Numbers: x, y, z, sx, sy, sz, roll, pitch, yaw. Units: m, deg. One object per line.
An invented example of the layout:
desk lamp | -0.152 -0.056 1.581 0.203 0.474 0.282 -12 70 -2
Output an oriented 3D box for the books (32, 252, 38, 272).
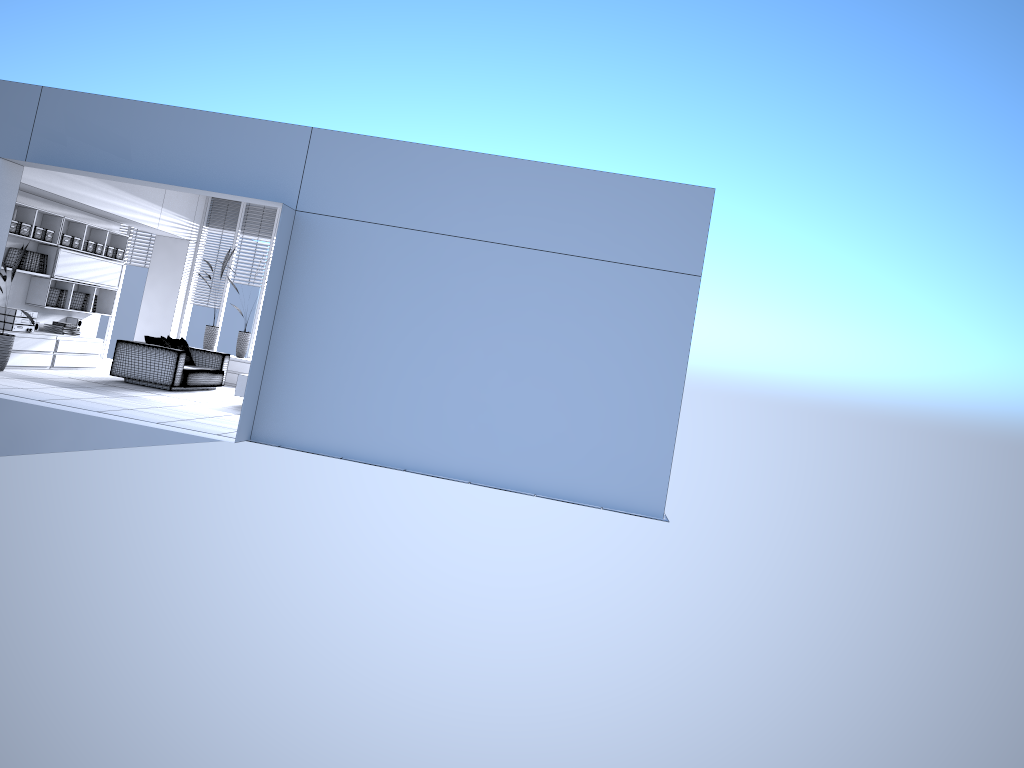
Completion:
books | -6.313 -1.605 11.492 0.208 0.261 0.049 10 -5 6

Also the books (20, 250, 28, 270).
books | -6.329 -1.603 11.270 0.208 0.262 0.074 10 -4 5

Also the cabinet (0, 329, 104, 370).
cabinet | -6.315 -0.461 11.670 0.575 0.452 2.257 10 1 5

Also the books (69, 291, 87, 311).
books | -6.262 -1.196 12.708 0.208 0.262 0.074 10 -4 6

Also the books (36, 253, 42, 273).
books | -6.299 -1.605 11.607 0.208 0.262 0.074 10 -4 6

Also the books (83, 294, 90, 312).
books | -6.257 -1.198 12.806 0.208 0.261 0.049 10 -5 6

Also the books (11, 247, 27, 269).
books | -6.331 -1.602 11.239 0.208 0.262 0.074 10 -4 6

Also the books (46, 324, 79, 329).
books | -6.266 -0.801 12.272 0.286 0.008 0.413 10 1 6

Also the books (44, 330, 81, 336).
books | -6.273 -0.712 12.315 0.286 0.008 0.413 10 1 6

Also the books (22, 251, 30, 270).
books | -6.326 -1.604 11.337 0.208 0.261 0.049 10 -5 6

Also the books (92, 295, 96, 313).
books | -6.246 -1.198 13.006 0.208 0.262 0.074 10 -4 6

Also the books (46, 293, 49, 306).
books | -6.346 -1.189 11.871 0.208 0.262 0.074 10 -4 6

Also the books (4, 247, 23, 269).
books | -6.330 -1.599 11.206 0.208 0.260 0.071 10 -4 5

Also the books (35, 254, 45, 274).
books | -6.289 -1.603 11.670 0.208 0.260 0.071 10 -4 6

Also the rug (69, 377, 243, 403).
rug | -4.572 0.065 12.026 1.801 0.001 2.219 10 1 5

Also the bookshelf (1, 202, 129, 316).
bookshelf | -6.227 -1.659 12.064 0.328 1.258 2.801 10 0 5

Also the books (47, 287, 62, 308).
books | -6.315 -1.192 12.108 0.208 0.262 0.074 10 -4 6

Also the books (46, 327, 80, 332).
books | -6.267 -0.761 12.286 0.286 0.008 0.413 10 1 6

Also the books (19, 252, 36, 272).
books | -6.311 -1.603 11.439 0.208 0.261 0.049 10 -5 6

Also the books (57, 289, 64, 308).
books | -6.312 -1.192 12.139 0.208 0.262 0.074 10 -4 5

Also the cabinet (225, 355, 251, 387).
cabinet | -4.861 -0.270 14.472 1.678 0.453 0.593 10 -1 6

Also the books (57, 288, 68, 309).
books | -6.305 -1.193 12.258 0.208 0.261 0.049 10 -5 6

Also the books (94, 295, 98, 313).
books | -6.243 -1.199 13.038 0.208 0.262 0.074 10 -4 6

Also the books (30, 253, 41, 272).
books | -6.306 -1.605 11.543 0.208 0.261 0.049 10 -5 6

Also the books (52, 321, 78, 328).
books | -6.227 -0.825 12.280 0.208 0.050 0.256 10 1 11

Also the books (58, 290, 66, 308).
books | -6.310 -1.193 12.206 0.208 0.261 0.049 10 -5 6

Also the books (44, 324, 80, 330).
books | -6.259 -0.789 12.288 0.286 0.008 0.413 10 1 6

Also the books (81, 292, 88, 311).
books | -6.260 -1.197 12.740 0.208 0.262 0.074 10 -4 5

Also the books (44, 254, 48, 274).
books | -6.276 -1.604 11.713 0.208 0.260 0.071 10 -4 5

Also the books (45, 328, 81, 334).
books | -6.265 -0.740 12.317 0.286 0.008 0.413 10 1 6

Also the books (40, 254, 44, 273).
books | -6.296 -1.605 11.638 0.208 0.262 0.074 10 -4 6

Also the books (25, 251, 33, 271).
books | -6.321 -1.604 11.388 0.208 0.261 0.049 10 -5 6
